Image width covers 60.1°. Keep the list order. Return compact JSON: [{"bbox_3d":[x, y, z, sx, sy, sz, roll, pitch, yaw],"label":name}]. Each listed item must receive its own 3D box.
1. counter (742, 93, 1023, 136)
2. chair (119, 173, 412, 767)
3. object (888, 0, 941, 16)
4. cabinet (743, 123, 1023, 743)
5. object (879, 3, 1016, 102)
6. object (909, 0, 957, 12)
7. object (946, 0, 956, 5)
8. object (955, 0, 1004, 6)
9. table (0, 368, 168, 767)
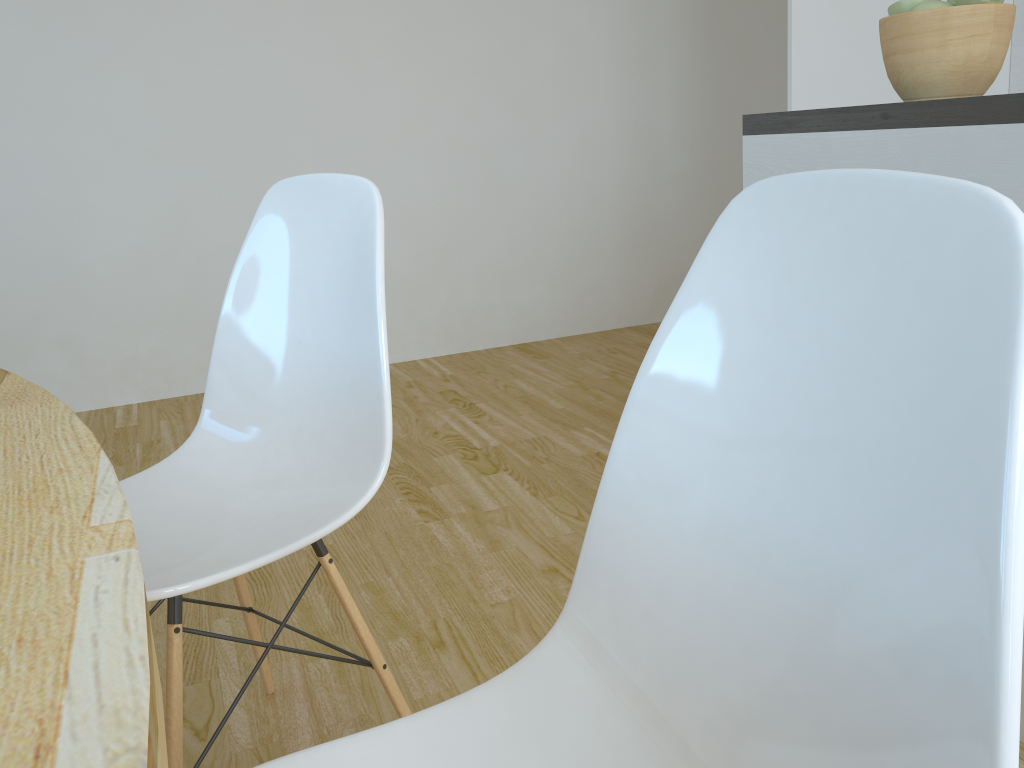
[{"bbox_3d":[1.186,-0.284,0.760,0.602,0.039,2.427,-10,17,-20],"label":"counter"},{"bbox_3d":[-0.411,0.185,1.212,0.431,0.890,0.528,6,16,37],"label":"chair"},{"bbox_3d":[0.692,-0.636,1.525,0.086,0.064,0.085,-6,14,-9],"label":"object"},{"bbox_3d":[1.216,0.173,0.859,0.602,0.897,2.427,-9,16,-21],"label":"cabinet"},{"bbox_3d":[0.726,-0.549,1.488,0.206,0.140,0.207,5,17,29],"label":"object"},{"bbox_3d":[0.696,-0.587,1.456,0.098,0.084,0.082,5,17,32],"label":"object"},{"bbox_3d":[0.769,-0.615,1.482,0.086,0.097,0.103,-4,14,0],"label":"object"},{"bbox_3d":[0.744,-0.622,1.407,0.077,0.071,0.075,-3,14,3],"label":"object"},{"bbox_3d":[-0.677,0.565,0.225,1.198,0.715,2.214,-10,16,-22],"label":"table"}]
